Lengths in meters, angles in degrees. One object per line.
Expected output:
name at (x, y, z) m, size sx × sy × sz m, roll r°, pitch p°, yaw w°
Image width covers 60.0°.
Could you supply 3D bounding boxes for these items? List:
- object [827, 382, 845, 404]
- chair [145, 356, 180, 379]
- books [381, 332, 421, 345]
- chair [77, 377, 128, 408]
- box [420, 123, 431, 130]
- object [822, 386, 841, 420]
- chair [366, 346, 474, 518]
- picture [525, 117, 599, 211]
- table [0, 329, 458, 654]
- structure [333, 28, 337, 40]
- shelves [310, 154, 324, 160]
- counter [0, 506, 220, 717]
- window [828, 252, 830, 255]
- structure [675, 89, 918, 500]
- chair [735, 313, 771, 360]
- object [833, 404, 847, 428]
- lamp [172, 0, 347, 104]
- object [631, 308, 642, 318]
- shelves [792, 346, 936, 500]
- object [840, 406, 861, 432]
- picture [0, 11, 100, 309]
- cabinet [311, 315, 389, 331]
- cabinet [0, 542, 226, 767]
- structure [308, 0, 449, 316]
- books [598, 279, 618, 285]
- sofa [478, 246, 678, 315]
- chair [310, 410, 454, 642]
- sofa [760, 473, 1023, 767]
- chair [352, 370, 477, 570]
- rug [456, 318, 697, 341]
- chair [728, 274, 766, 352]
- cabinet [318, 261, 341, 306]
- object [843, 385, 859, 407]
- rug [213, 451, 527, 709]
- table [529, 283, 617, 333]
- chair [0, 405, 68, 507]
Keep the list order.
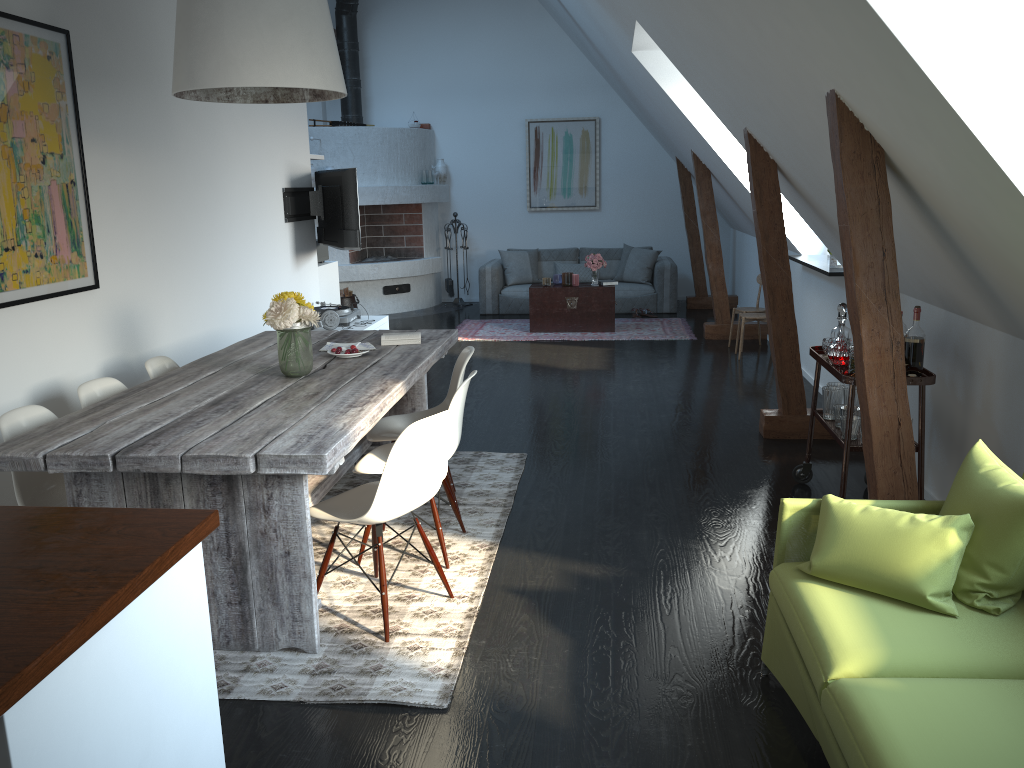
object at (1.628, 0.075, 4.469) m, size 0.087 × 0.155 × 0.087 m, roll -6°, pitch 13°, yaw -20°
chair at (-1.449, 0.263, 4.317) m, size 0.542 × 0.801 × 0.465 m, roll -1°, pitch 13°, yaw 3°
books at (-0.581, -0.248, 4.661) m, size 0.202 × 0.042 × 0.251 m, roll -3°, pitch 13°, yaw -5°
chair at (-1.520, 0.381, 3.799) m, size 0.542 × 0.801 × 0.465 m, roll 1°, pitch 13°, yaw 12°
box at (-1.205, -3.414, 11.781) m, size 0.229 × 0.078 × 0.127 m, roll 0°, pitch 13°, yaw 6°
object at (1.575, 0.095, 4.386) m, size 0.087 × 0.155 × 0.087 m, roll -6°, pitch 13°, yaw -20°
chair at (-0.443, 0.228, 4.366) m, size 0.542 × 0.801 × 0.465 m, roll -3°, pitch 13°, yaw -7°
picture at (0.669, -2.910, 11.754) m, size 0.965 × 1.185 × 0.025 m, roll 0°, pitch 13°, yaw 6°
table at (-0.991, 0.332, 3.992) m, size 1.141 × 0.788 × 2.421 m, roll 0°, pitch 13°, yaw 6°
structure at (-3.082, -3.662, 6.637) m, size 10.230 × 3.562 × 15.910 m, roll 1°, pitch 13°, yaw 12°
shelves at (-2.485, -1.953, 7.708) m, size 1.604 × 0.038 × 0.478 m, roll 0°, pitch 13°, yaw 6°
counter at (-0.786, 0.622, 0.383) m, size 3.365 × 0.038 × 3.085 m, roll 0°, pitch 13°, yaw 6°
window at (-0.624, -2.584, 4.716) m, size 5.959 × 4.249 × 8.018 m, roll 0°, pitch 13°, yaw 6°
structure at (1.840, -0.562, 5.055) m, size 1.023 × 1.963 × 12.350 m, roll 0°, pitch 13°, yaw 6°
chair at (2.199, -0.586, 7.953) m, size 0.342 × 0.696 × 0.329 m, roll 0°, pitch 13°, yaw 8°
object at (1.584, 0.155, 4.244) m, size 0.092 × 0.099 × 0.092 m, roll -5°, pitch 13°, yaw -15°
lamp at (-1.089, -2.553, 3.329) m, size 0.757 × 2.813 × 0.697 m, roll -10°, pitch 15°, yaw -33°
object at (1.477, -0.846, 10.574) m, size 0.101 × 0.090 × 0.277 m, roll -2°, pitch 13°, yaw -5°
shelves at (1.671, 0.247, 4.214) m, size 0.438 × 0.732 × 0.803 m, roll -1°, pitch 13°, yaw 3°
object at (1.577, 0.169, 4.137) m, size 0.095 × 0.119 × 0.095 m, roll -9°, pitch 15°, yaw -31°
picture at (-2.072, -0.953, 3.796) m, size 0.036 × 1.181 × 0.808 m, roll 0°, pitch 13°, yaw 6°
cabinet at (-1.397, -0.221, 7.145) m, size 0.623 × 0.507 × 1.069 m, roll 0°, pitch 13°, yaw 6°
cabinet at (-1.223, 0.354, 0.346) m, size 4.208 × 2.369 × 3.033 m, roll 0°, pitch 13°, yaw 6°
structure at (-2.416, -3.402, 11.913) m, size 3.058 × 4.752 × 3.049 m, roll 2°, pitch 13°, yaw 15°
books at (1.035, -1.111, 9.701) m, size 0.179 × 0.034 × 0.243 m, roll -5°, pitch 13°, yaw -15°
sofa at (0.850, -1.349, 11.347) m, size 2.458 × 0.770 × 1.107 m, roll 0°, pitch 13°, yaw 6°
chair at (-0.478, 0.470, 3.293) m, size 0.542 × 0.801 × 0.465 m, roll 7°, pitch 15°, yaw 32°
sofa at (1.151, 0.765, 1.752) m, size 0.898 × 0.825 × 2.093 m, roll 0°, pitch 13°, yaw 5°
chair at (-0.411, 0.342, 3.852) m, size 0.542 × 0.801 × 0.465 m, roll 0°, pitch 13°, yaw 7°
rug at (0.644, -0.610, 9.789) m, size 2.647 × 0.029 × 1.512 m, roll 0°, pitch 13°, yaw 7°
chair at (2.263, -0.675, 8.342) m, size 0.342 × 0.696 × 0.329 m, roll -4°, pitch 13°, yaw -10°
cabinet at (-2.064, -0.622, 8.058) m, size 0.869 × 0.921 × 0.638 m, roll 0°, pitch 13°, yaw 6°
object at (1.679, 0.092, 4.387) m, size 0.087 × 0.155 × 0.087 m, roll -6°, pitch 13°, yaw -20°
rug at (-0.993, 0.704, 4.097) m, size 1.898 × 0.022 × 2.677 m, roll 0°, pitch 13°, yaw 6°
table at (0.665, -0.839, 9.712) m, size 0.962 × 0.492 × 0.471 m, roll 0°, pitch 13°, yaw 6°
chair at (-1.573, 0.485, 3.340) m, size 0.542 × 0.801 × 0.465 m, roll 0°, pitch 13°, yaw 7°
